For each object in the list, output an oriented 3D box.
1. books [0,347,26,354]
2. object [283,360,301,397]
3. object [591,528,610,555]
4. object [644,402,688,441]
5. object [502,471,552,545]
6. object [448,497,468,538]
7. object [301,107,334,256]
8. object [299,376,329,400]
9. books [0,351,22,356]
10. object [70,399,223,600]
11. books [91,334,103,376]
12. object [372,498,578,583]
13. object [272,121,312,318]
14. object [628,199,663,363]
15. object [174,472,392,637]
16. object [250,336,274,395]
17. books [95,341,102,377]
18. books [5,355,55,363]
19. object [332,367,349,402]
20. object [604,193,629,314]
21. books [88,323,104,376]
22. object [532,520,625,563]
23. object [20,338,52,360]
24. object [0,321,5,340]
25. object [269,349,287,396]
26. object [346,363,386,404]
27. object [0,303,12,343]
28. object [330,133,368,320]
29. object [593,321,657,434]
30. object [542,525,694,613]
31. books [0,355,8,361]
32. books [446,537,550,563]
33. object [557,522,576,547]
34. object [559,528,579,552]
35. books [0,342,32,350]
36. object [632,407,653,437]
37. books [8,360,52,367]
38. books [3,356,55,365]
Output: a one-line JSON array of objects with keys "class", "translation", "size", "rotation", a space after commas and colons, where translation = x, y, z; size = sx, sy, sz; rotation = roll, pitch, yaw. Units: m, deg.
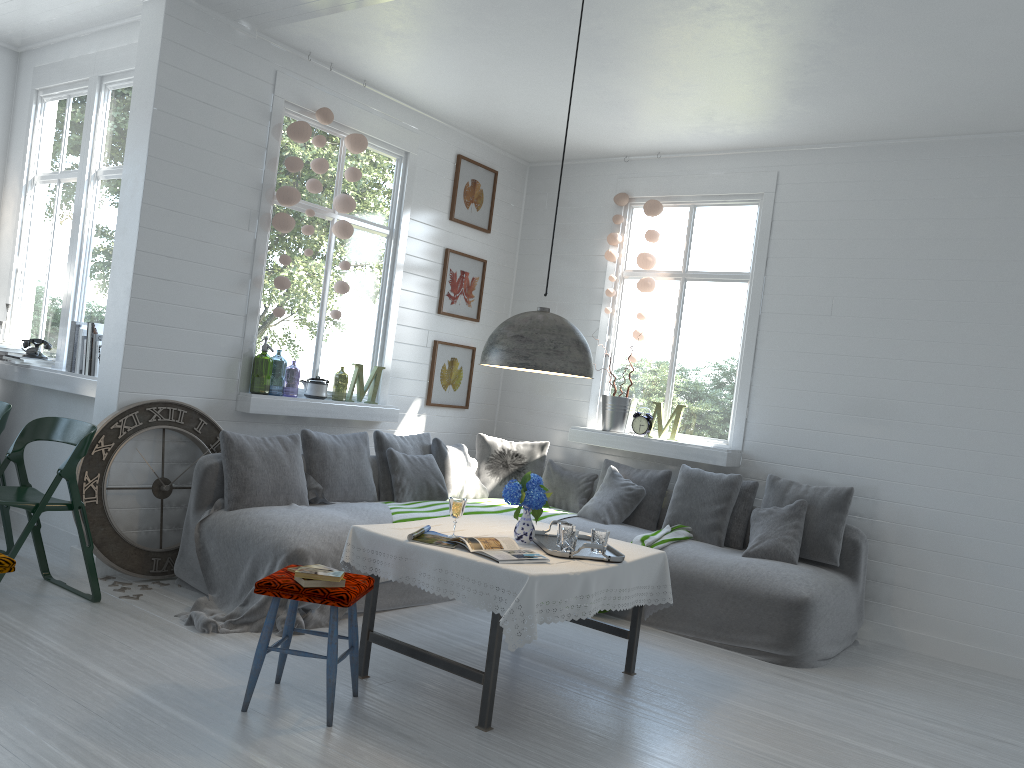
[{"class": "books", "translation": [-3.744, -0.255, 6.619], "size": [0.262, 0.028, 0.320], "rotation": [7, 0, -43]}, {"class": "object", "translation": [-1.617, -0.038, 6.514], "size": [0.111, 0.270, 0.110], "rotation": [7, 1, -35]}, {"class": "object", "translation": [0.439, 0.791, 4.449], "size": [0.096, 0.119, 0.095], "rotation": [7, 0, -29]}, {"class": "object", "translation": [1.296, 0.317, 7.482], "size": [0.330, 0.311, 0.052], "rotation": [7, 1, 27]}, {"class": "object", "translation": [0.072, 0.627, 4.536], "size": [0.265, 0.377, 0.236], "rotation": [7, 1, 39]}, {"class": "object", "translation": [-0.277, 0.658, 4.361], "size": [0.098, 0.192, 0.098], "rotation": [7, 1, -33]}, {"class": "object", "translation": [-1.429, -1.472, 6.490], "size": [0.150, 1.089, 0.152], "rotation": [7, 1, -18]}, {"class": "object", "translation": [-1.490, 0.023, 6.723], "size": [0.208, 0.174, 0.186], "rotation": [7, 0, 17]}, {"class": "books", "translation": [-3.735, -0.225, 6.654], "size": [0.299, 0.028, 0.237], "rotation": [7, 0, 35]}, {"class": "object", "translation": [-2.187, 0.678, 5.672], "size": [0.584, 1.138, 1.112], "rotation": [7, 0, 22]}, {"class": "books", "translation": [-2.703, -0.182, 5.891], "size": [0.061, 0.283, 0.167], "rotation": [8, 1, 37]}, {"class": "object", "translation": [-0.636, 1.127, 6.394], "size": [1.042, 0.473, 3.167], "rotation": [7, 0, 37]}, {"class": "object", "translation": [-1.602, -1.173, 6.314], "size": [0.197, 1.405, 0.193], "rotation": [7, 1, -3]}, {"class": "object", "translation": [1.146, -0.890, 7.675], "size": [0.197, 1.427, 0.200], "rotation": [7, 1, -13]}, {"class": "object", "translation": [-1.355, 0.965, 5.577], "size": [1.213, 0.924, 1.683], "rotation": [7, 0, -13]}, {"class": "object", "translation": [-1.764, -0.134, 6.281], "size": [0.136, 0.415, 0.136], "rotation": [8, 1, 34]}, {"class": "books", "translation": [-2.678, -0.157, 5.869], "size": [0.058, 0.240, 0.148], "rotation": [8, 1, 37]}, {"class": "books", "translation": [-3.481, -0.182, 6.420], "size": [0.310, 0.014, 0.250], "rotation": [7, 0, 43]}, {"class": "object", "translation": [-1.336, -0.001, 6.911], "size": [0.111, 0.270, 0.110], "rotation": [7, 1, -35]}, {"class": "object", "translation": [0.908, -1.170, 7.933], "size": [0.152, 1.089, 0.150], "rotation": [7, 1, 12]}, {"class": "books", "translation": [-2.717, -0.219, 5.920], "size": [0.063, 0.354, 0.204], "rotation": [8, 1, 37]}, {"class": "object", "translation": [0.322, 0.800, 4.543], "size": [0.399, 0.092, 0.651], "rotation": [7, 0, -11]}, {"class": "object", "translation": [-3.473, -0.261, 6.462], "size": [0.203, 0.146, 0.171], "rotation": [7, 0, 40]}, {"class": "object", "translation": [-3.917, -0.338, 6.790], "size": [0.095, 0.289, 0.095], "rotation": [7, 1, -35]}, {"class": "object", "translation": [-1.701, -0.082, 6.404], "size": [0.137, 0.335, 0.137], "rotation": [8, 1, 44]}, {"class": "object", "translation": [-1.182, 0.001, 7.110], "size": [0.331, 0.311, 0.052], "rotation": [7, 1, -43]}, {"class": "object", "translation": [-3.801, -0.460, 6.667], "size": [0.095, 0.289, 0.095], "rotation": [7, 1, -35]}, {"class": "object", "translation": [-1.276, -1.201, 6.750], "size": [0.200, 1.427, 0.196], "rotation": [7, 1, -43]}, {"class": "object", "translation": [0.835, -0.062, 7.443], "size": [0.635, 0.936, 0.847], "rotation": [7, 0, -6]}, {"class": "object", "translation": [0.828, 1.213, 6.356], "size": [1.582, 0.833, 0.622], "rotation": [7, 0, -29]}, {"class": "books", "translation": [-3.726, -0.190, 6.655], "size": [0.320, 0.040, 0.237], "rotation": [7, 0, 39]}, {"class": "books", "translation": [-0.069, 0.764, 4.153], "size": [0.300, 0.049, 0.422], "rotation": [7, 0, -39]}, {"class": "object", "translation": [0.271, 0.770, 4.511], "size": [0.095, 0.119, 0.096], "rotation": [7, 0, 21]}, {"class": "object", "translation": [0.277, 0.770, 4.348], "size": [0.096, 0.119, 0.095], "rotation": [7, 0, -29]}, {"class": "books", "translation": [-3.764, -0.287, 6.605], "size": [0.296, 0.035, 0.236], "rotation": [7, 0, 39]}, {"class": "object", "translation": [1.098, 0.321, 7.471], "size": [0.182, 0.250, 0.075], "rotation": [7, 1, 37]}, {"class": "books", "translation": [-3.489, -0.150, 6.411], "size": [0.232, 0.017, 0.313], "rotation": [7, 0, -38]}, {"class": "books", "translation": [-3.491, -0.168, 6.415], "size": [0.307, 0.017, 0.232], "rotation": [7, 0, 35]}]
